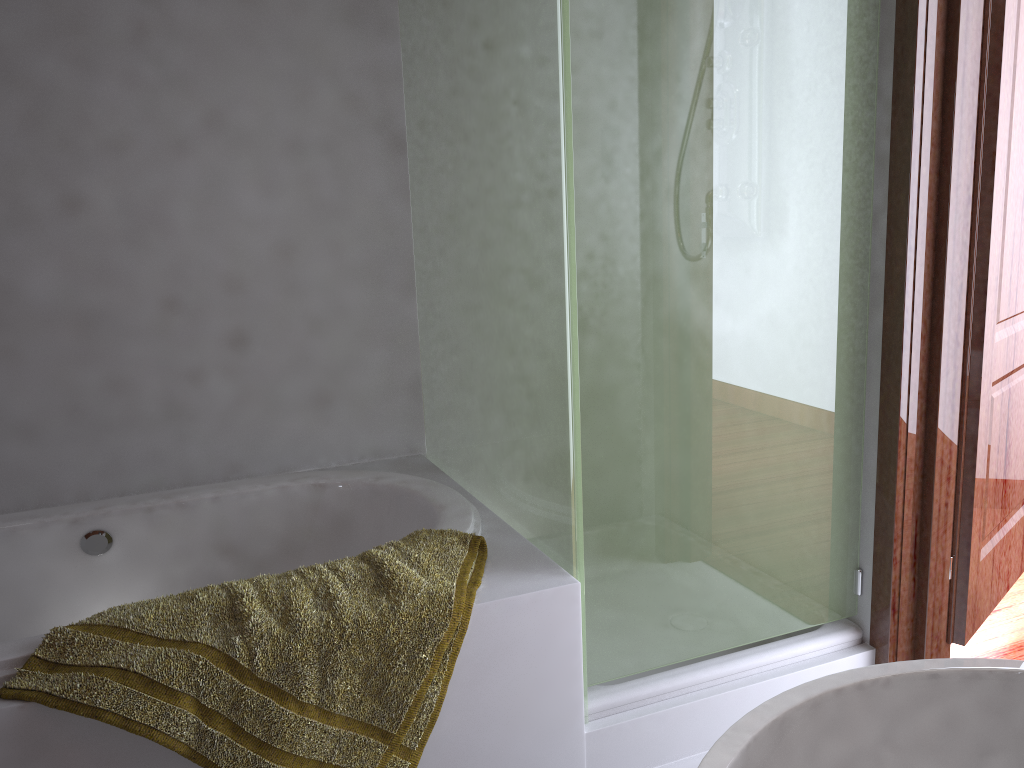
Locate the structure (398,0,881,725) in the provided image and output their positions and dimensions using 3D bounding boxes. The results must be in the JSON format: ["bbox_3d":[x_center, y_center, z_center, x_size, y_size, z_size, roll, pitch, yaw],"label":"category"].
[{"bbox_3d":[0.254,-0.317,2.226,0.765,2.079,1.015,-7,12,-22],"label":"structure"}]

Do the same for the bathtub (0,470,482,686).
[{"bbox_3d":[-0.874,0.570,1.892,1.683,0.424,0.881,-7,12,-22],"label":"bathtub"}]

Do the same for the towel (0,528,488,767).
[{"bbox_3d":[-0.419,0.580,1.643,0.890,0.452,0.349,-8,13,-27],"label":"towel"}]

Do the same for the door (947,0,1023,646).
[{"bbox_3d":[1.226,-0.325,2.103,0.095,1.780,0.708,8,15,43],"label":"door"}]

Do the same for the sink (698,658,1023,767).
[{"bbox_3d":[0.282,0.276,0.386,0.415,0.715,0.417,-7,12,-22],"label":"sink"}]
